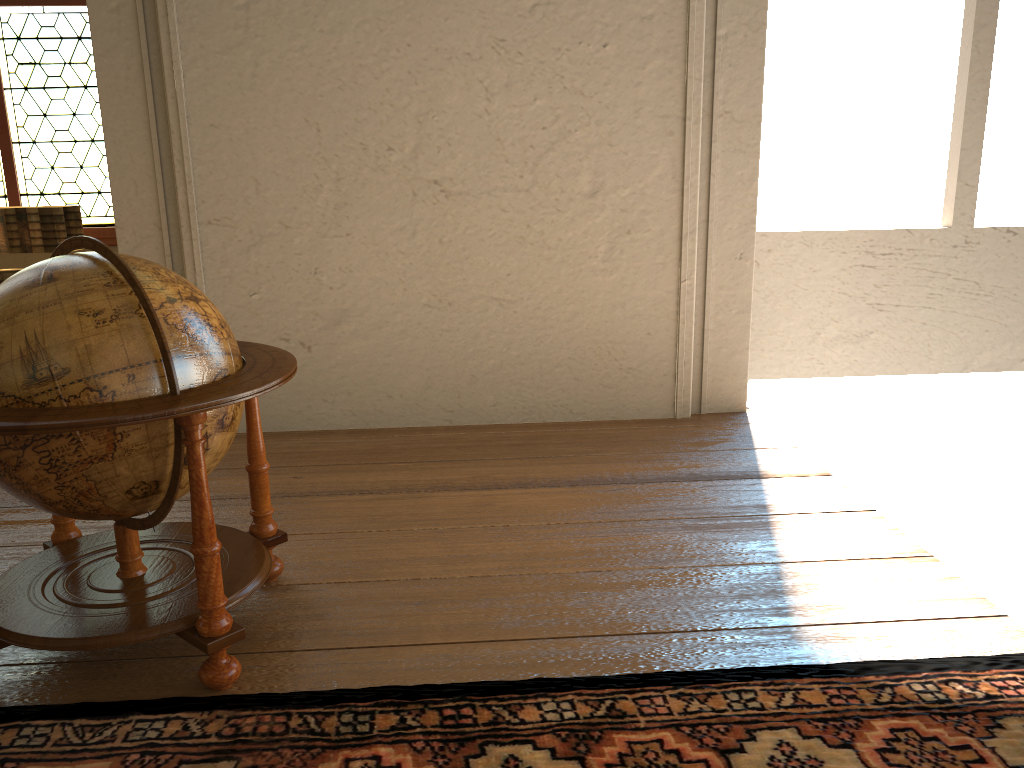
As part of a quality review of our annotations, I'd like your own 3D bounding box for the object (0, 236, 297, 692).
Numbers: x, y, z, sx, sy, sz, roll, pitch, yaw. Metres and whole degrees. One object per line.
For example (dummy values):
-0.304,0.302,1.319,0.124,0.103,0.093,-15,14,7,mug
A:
-1.388,0.217,3.097,1.277,1.456,1.274,8,17,33,object
